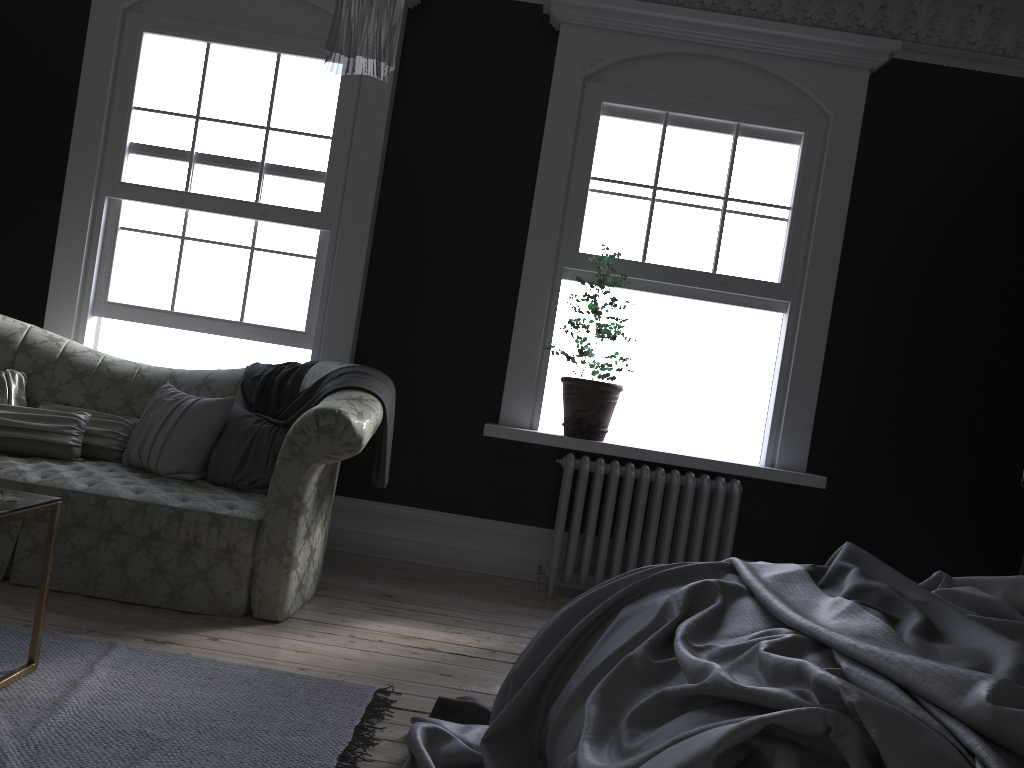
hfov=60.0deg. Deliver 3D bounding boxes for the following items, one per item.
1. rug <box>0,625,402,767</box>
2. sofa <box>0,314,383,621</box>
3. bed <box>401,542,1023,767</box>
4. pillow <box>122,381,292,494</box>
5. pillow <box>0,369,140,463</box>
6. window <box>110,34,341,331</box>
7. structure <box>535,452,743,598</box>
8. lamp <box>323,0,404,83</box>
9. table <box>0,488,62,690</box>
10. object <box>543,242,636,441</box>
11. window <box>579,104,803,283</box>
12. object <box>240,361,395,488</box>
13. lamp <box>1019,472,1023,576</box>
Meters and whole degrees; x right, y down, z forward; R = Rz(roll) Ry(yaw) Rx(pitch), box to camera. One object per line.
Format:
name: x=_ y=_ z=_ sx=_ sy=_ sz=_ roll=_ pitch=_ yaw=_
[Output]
rug: x=-2.205 y=0.795 z=2.168 sx=3.644 sy=0.050 sz=2.105 roll=9 pitch=0 yaw=1
sofa: x=-2.024 y=0.295 z=4.501 sx=2.812 sy=1.161 sz=1.606 roll=9 pitch=0 yaw=2
bed: x=1.454 y=0.728 z=2.273 sx=3.285 sy=1.298 sz=2.763 roll=9 pitch=0 yaw=-11
pillow: x=-1.496 y=0.267 z=4.447 sx=0.963 sy=0.461 sz=0.405 roll=9 pitch=0 yaw=8
pillow: x=-2.488 y=0.133 z=4.435 sx=1.105 sy=0.416 sz=0.529 roll=9 pitch=0 yaw=1
window: x=-1.729 y=-1.209 z=5.350 sx=1.263 sy=1.672 sz=0.056 roll=9 pitch=1 yaw=1
structure: x=0.756 y=0.890 z=5.134 sx=1.141 sy=0.849 sz=0.276 roll=9 pitch=1 yaw=1
lamp: x=-0.219 y=-1.782 z=2.184 sx=0.782 sy=2.049 sz=0.783 roll=10 pitch=1 yaw=44
table: x=-2.208 y=0.526 z=2.316 sx=1.449 sy=0.558 sz=1.092 roll=9 pitch=0 yaw=1
object: x=0.491 y=-0.243 z=5.188 sx=0.473 sy=1.134 sz=0.506 roll=9 pitch=1 yaw=41
window: x=1.062 y=-1.105 z=5.318 sx=1.263 sy=1.017 sz=0.056 roll=9 pitch=1 yaw=1
object: x=-1.028 y=0.160 z=4.590 sx=0.517 sy=0.585 sz=1.365 roll=9 pitch=0 yaw=-40
lamp: x=2.694 y=0.689 z=4.538 sx=0.436 sy=1.779 sz=1.720 roll=9 pitch=1 yaw=39
